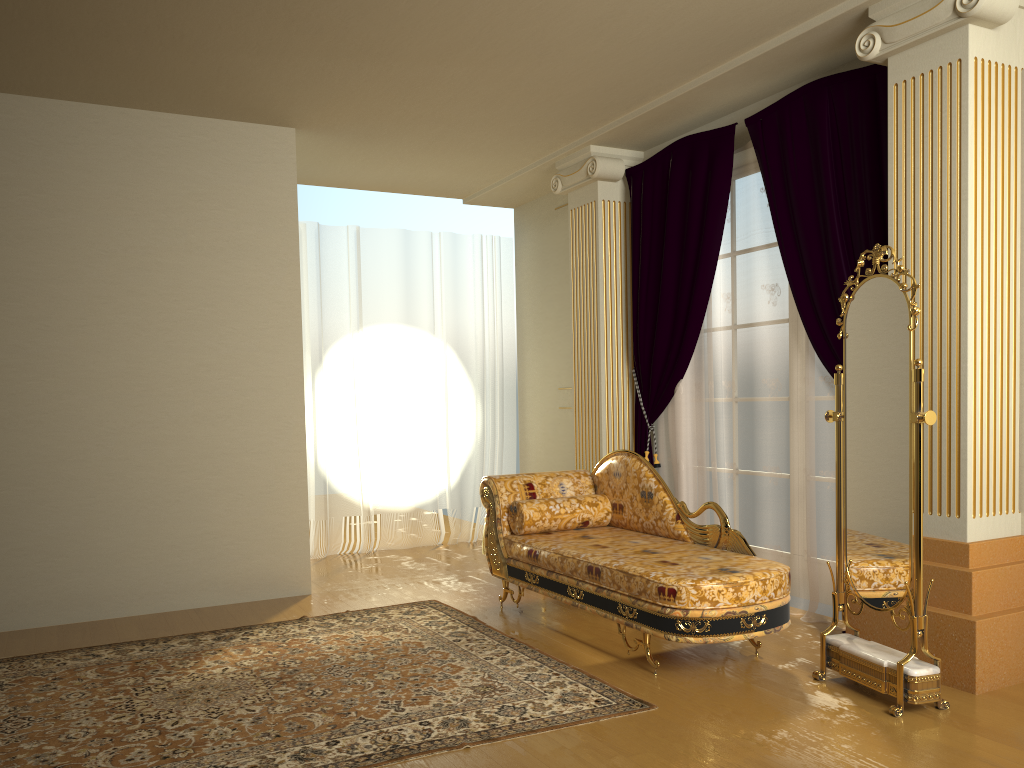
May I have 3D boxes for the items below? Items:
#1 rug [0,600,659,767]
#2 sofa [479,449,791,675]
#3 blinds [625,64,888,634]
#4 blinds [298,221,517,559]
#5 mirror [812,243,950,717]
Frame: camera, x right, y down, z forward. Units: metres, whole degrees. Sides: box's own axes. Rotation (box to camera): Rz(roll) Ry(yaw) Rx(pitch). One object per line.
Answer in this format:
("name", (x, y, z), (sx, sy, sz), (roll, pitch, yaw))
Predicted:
("rug", (-1.309, 1.234, 3.486), (3.075, 0.017, 2.116), (-1, -1, -27))
("sofa", (0.522, 0.783, 4.341), (0.692, 0.873, 1.892), (-2, 0, -28))
("blinds", (1.325, -0.114, 4.800), (0.339, 2.659, 2.233), (-3, 2, -27))
("blinds", (-0.908, 0.050, 6.885), (2.164, 2.513, 0.163), (-2, 3, -25))
("mirror", (1.370, 0.329, 3.321), (0.243, 1.704, 0.540), (-2, 3, -17))
